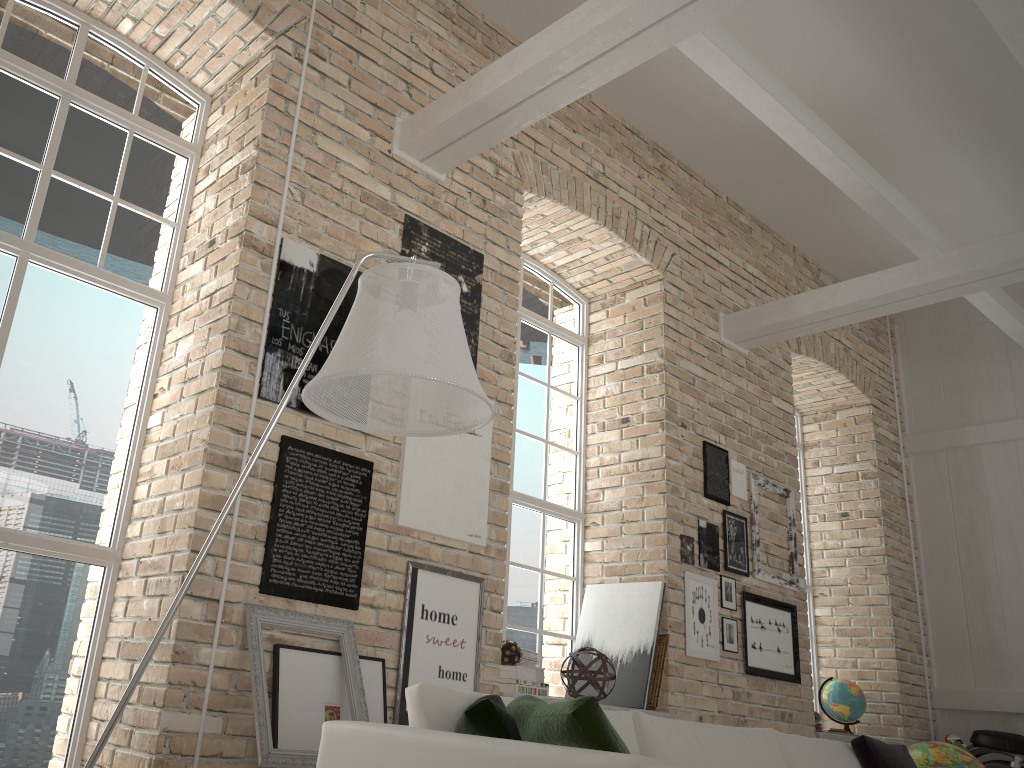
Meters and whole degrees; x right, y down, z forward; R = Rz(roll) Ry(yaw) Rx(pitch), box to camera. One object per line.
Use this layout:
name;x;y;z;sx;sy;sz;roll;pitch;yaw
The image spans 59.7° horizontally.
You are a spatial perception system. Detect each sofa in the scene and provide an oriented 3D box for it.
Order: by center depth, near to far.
sofa;1.355;1.477;2.577;3.079;0.839;2.313;23;-27;-38

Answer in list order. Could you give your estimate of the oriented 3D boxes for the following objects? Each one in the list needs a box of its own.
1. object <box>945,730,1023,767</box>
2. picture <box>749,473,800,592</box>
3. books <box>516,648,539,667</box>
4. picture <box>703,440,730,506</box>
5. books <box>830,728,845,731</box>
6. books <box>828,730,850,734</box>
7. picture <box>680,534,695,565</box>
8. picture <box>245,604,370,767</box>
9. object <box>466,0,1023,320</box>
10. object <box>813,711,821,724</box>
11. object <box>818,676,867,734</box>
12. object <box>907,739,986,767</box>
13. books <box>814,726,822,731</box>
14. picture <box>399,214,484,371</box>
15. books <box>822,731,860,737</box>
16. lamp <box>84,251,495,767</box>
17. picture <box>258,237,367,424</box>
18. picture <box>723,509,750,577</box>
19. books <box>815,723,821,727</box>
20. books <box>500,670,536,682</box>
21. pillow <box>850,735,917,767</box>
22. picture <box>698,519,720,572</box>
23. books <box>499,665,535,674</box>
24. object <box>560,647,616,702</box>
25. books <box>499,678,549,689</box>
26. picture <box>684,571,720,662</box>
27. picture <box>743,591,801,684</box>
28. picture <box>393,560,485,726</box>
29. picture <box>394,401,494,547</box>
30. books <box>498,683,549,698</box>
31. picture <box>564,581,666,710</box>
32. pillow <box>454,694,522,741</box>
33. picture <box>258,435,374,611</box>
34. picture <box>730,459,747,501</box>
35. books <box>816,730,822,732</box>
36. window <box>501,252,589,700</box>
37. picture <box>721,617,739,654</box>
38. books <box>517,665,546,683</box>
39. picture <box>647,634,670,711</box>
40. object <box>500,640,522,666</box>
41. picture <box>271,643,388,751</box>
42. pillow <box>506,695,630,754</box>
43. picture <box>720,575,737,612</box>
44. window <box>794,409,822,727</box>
object;4.226;2.694;6.324;2.311;1.326;0.764;-13;-26;40
picture;1.886;1.071;6.417;0.567;0.747;0.027;21;-27;-38
books;-0.002;1.562;5.103;0.242;0.084;0.288;-5;-23;26
picture;1.399;0.611;6.097;0.278;0.393;0.020;21;-27;-38
books;2.405;2.555;6.586;0.107;0.013;0.127;-3;-22;22
books;2.413;2.567;6.579;0.142;0.014;0.100;-6;-24;28
picture;1.118;1.057;5.686;0.126;0.178;0.009;18;-25;-33
picture;-0.805;1.213;3.565;0.511;0.581;0.302;21;-27;-39
object;3.846;-0.840;1.448;9.517;4.786;12.626;23;-27;-39
object;2.163;2.493;6.662;0.094;0.089;0.479;6;-21;-3
object;2.670;2.600;7.165;0.310;0.464;0.350;18;-25;-34
object;2.938;2.894;6.052;0.688;0.922;0.624;-5;-22;22
books;2.137;2.540;6.609;0.239;0.029;0.216;24;-27;-39
picture;-0.387;-0.443;4.724;0.552;0.782;0.039;21;-27;-38
books;2.423;2.584;6.574;0.214;0.022;0.187;23;-27;-38
lamp;-0.560;0.479;1.892;0.990;1.772;0.457;6;-20;-6
picture;-0.879;-0.228;4.158;0.554;0.784;0.039;21;-27;-38
picture;1.526;1.085;6.064;0.274;0.408;0.011;21;-27;-38
books;2.144;2.519;6.624;0.216;0.026;0.242;-13;-27;40
books;-0.007;1.532;4.678;0.206;0.040;0.191;-8;-24;32
pillow;1.692;1.752;3.881;0.400;0.389;0.258;21;-27;-38
picture;1.293;1.061;5.854;0.216;0.306;0.015;21;-27;-38
books;0.000;1.502;4.693;0.187;0.030;0.173;-9;-25;35
object;0.429;1.653;5.059;0.326;0.307;0.287;-11;-25;36
books;0.024;1.568;4.676;0.233;0.024;0.254;-14;-28;41
picture;1.202;1.469;5.632;0.344;0.513;0.014;21;-27;-38
picture;1.772;1.739;6.096;0.670;0.534;0.033;22;-27;-38
picture;-0.331;1.256;4.211;0.487;0.755;0.013;21;-27;-39
picture;-0.327;0.379;4.493;0.554;0.783;0.039;21;-27;-38
books;0.020;1.600;4.662;0.233;0.048;0.259;-14;-28;41
picture;0.636;1.603;5.511;0.230;0.762;0.626;21;-26;-40
pillow;-0.003;1.025;2.387;0.318;0.364;0.407;3;-20;3
picture;-0.857;0.617;3.932;0.480;0.679;0.069;21;-27;-38
picture;1.593;0.675;6.271;0.182;0.258;0.013;21;-27;-38
books;2.139;2.563;6.597;0.240;0.025;0.215;23;-26;-38
window;4.159;-0.682;1.658;1.343;2.982;12.180;21;-26;-40
picture;1.416;1.633;5.795;0.165;0.212;0.012;21;-27;-38
books;-0.004;1.646;5.085;0.338;0.088;0.223;-13;-27;40
picture;0.765;1.728;5.359;0.162;0.459;0.386;21;-26;-40
object;-0.018;1.444;4.771;0.138;0.137;0.148;10;-21;-14
picture;-0.741;1.397;3.671;0.540;0.567;0.157;21;-27;-38
pillow;0.184;0.945;2.167;0.295;0.343;0.431;11;-21;-17
picture;1.429;1.381;5.887;0.165;0.212;0.012;21;-27;-38
window;6.347;0.232;3.493;1.343;2.982;12.180;21;-26;-40
